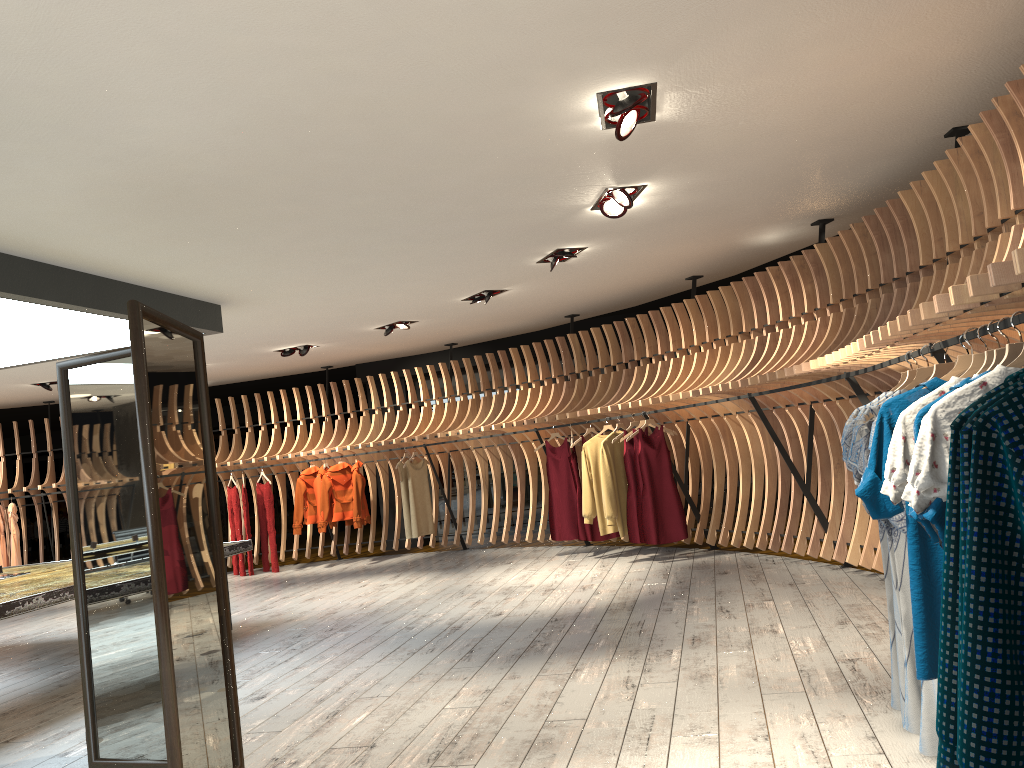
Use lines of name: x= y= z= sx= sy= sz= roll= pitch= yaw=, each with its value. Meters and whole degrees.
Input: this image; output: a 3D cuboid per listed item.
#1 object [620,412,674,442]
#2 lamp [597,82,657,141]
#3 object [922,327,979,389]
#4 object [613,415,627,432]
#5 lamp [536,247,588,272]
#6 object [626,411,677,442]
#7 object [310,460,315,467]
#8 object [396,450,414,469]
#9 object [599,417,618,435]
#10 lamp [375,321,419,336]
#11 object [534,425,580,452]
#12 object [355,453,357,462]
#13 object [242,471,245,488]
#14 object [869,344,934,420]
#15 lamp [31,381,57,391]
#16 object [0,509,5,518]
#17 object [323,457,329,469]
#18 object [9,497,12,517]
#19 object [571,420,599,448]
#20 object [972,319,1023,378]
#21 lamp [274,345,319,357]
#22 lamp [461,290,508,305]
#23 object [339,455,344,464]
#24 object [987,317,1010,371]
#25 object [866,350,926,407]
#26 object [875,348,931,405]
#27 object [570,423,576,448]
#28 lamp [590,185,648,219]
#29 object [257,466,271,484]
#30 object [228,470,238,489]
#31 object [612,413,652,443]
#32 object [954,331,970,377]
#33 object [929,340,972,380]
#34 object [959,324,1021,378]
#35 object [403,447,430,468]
object: x=1.302 y=0.405 z=8.679 sx=0.525 sy=0.270 sz=0.012 roll=-8 pitch=-5 yaw=12
lamp: x=0.542 y=-1.345 z=4.193 sx=0.269 sy=0.292 sz=0.492 roll=-8 pitch=-4 yaw=8
object: x=1.443 y=-0.032 z=2.787 sx=0.523 sy=0.289 sz=0.015 roll=-9 pitch=-5 yaw=22
object: x=1.105 y=0.451 z=9.024 sx=0.525 sy=0.270 sz=0.012 roll=-4 pitch=-6 yaw=-38
lamp: x=0.404 y=-1.101 z=7.327 sx=0.269 sy=0.293 sz=0.492 roll=-6 pitch=-5 yaw=-20
object: x=1.339 y=0.394 z=8.586 sx=0.525 sy=0.270 sz=0.012 roll=-6 pitch=-5 yaw=-13
object: x=-2.699 y=1.152 z=12.026 sx=0.012 sy=0.270 sz=0.525 roll=-10 pitch=-5 yaw=27
object: x=-1.363 y=0.945 z=11.464 sx=0.012 sy=0.270 sz=0.525 roll=-10 pitch=-5 yaw=27
object: x=1.002 y=0.478 z=9.219 sx=0.525 sy=0.270 sz=0.012 roll=-8 pitch=-5 yaw=12
lamp: x=-1.302 y=-0.697 z=9.931 sx=0.269 sy=0.292 sz=0.492 roll=-3 pitch=-6 yaw=-45
object: x=0.491 y=0.598 z=9.923 sx=0.525 sy=0.270 sz=0.012 roll=-8 pitch=-5 yaw=12
object: x=-2.071 y=1.057 z=11.813 sx=0.012 sy=0.270 sz=0.524 roll=-7 pitch=-4 yaw=-8
object: x=-3.711 y=1.295 z=12.235 sx=0.012 sy=0.270 sz=0.524 roll=-6 pitch=-5 yaw=-18
object: x=1.597 y=-0.017 z=3.381 sx=0.524 sy=0.270 sz=0.012 roll=-9 pitch=-6 yaw=27
lamp: x=-5.714 y=-0.058 z=11.092 sx=0.493 sy=0.284 sz=0.269 roll=-7 pitch=-5 yaw=-8
object: x=-6.865 y=1.667 z=11.856 sx=0.012 sy=0.270 sz=0.524 roll=-6 pitch=-5 yaw=-18
object: x=-2.513 y=1.126 z=11.987 sx=0.012 sy=0.270 sz=0.525 roll=-9 pitch=-5 yaw=17
object: x=-6.708 y=1.650 z=11.898 sx=0.012 sy=0.270 sz=0.524 roll=-5 pitch=-5 yaw=-23
object: x=0.846 y=0.521 z=9.475 sx=0.525 sy=0.270 sz=0.012 roll=-5 pitch=-5 yaw=-23
object: x=1.450 y=-0.048 z=2.588 sx=0.523 sy=0.291 sz=0.013 roll=-8 pitch=-5 yaw=7
lamp: x=-2.623 y=-0.465 z=10.780 sx=0.492 sy=0.299 sz=0.269 roll=-9 pitch=-5 yaw=21
lamp: x=-0.275 y=-0.911 z=8.745 sx=0.269 sy=0.294 sz=0.492 roll=-4 pitch=-5 yaw=-33
object: x=-2.281 y=1.090 z=11.894 sx=0.012 sy=0.270 sz=0.525 roll=-12 pitch=-6 yaw=42
object: x=1.418 y=-0.050 z=2.488 sx=0.524 sy=0.285 sz=0.013 roll=-8 pitch=-5 yaw=7
object: x=1.658 y=-0.005 z=3.655 sx=0.524 sy=0.270 sz=0.012 roll=-9 pitch=-6 yaw=27
object: x=1.619 y=-0.010 z=3.516 sx=0.525 sy=0.270 sz=0.012 roll=-7 pitch=-5 yaw=2
object: x=0.659 y=0.562 z=9.717 sx=0.012 sy=0.270 sz=0.524 roll=-8 pitch=-4 yaw=7
lamp: x=0.684 y=-1.251 z=5.775 sx=0.269 sy=0.288 sz=0.492 roll=-7 pitch=-4 yaw=-7
object: x=-3.428 y=1.256 z=12.192 sx=0.012 sy=0.270 sz=0.524 roll=-3 pitch=-6 yaw=-38
object: x=-3.875 y=1.317 z=12.256 sx=0.012 sy=0.270 sz=0.524 roll=-4 pitch=-5 yaw=-33
object: x=1.226 y=0.425 z=8.819 sx=0.525 sy=0.270 sz=0.012 roll=-6 pitch=-5 yaw=-13
object: x=1.508 y=-0.038 z=2.910 sx=0.524 sy=0.270 sz=0.012 roll=-10 pitch=-6 yaw=37
object: x=1.578 y=-0.027 z=3.208 sx=0.525 sy=0.270 sz=0.012 roll=-7 pitch=-5 yaw=-3
object: x=1.446 y=-0.047 z=2.678 sx=0.525 sy=0.270 sz=0.012 roll=-9 pitch=-5 yaw=17
object: x=-1.241 y=0.926 z=11.420 sx=0.012 sy=0.270 sz=0.525 roll=-10 pitch=-5 yaw=32
